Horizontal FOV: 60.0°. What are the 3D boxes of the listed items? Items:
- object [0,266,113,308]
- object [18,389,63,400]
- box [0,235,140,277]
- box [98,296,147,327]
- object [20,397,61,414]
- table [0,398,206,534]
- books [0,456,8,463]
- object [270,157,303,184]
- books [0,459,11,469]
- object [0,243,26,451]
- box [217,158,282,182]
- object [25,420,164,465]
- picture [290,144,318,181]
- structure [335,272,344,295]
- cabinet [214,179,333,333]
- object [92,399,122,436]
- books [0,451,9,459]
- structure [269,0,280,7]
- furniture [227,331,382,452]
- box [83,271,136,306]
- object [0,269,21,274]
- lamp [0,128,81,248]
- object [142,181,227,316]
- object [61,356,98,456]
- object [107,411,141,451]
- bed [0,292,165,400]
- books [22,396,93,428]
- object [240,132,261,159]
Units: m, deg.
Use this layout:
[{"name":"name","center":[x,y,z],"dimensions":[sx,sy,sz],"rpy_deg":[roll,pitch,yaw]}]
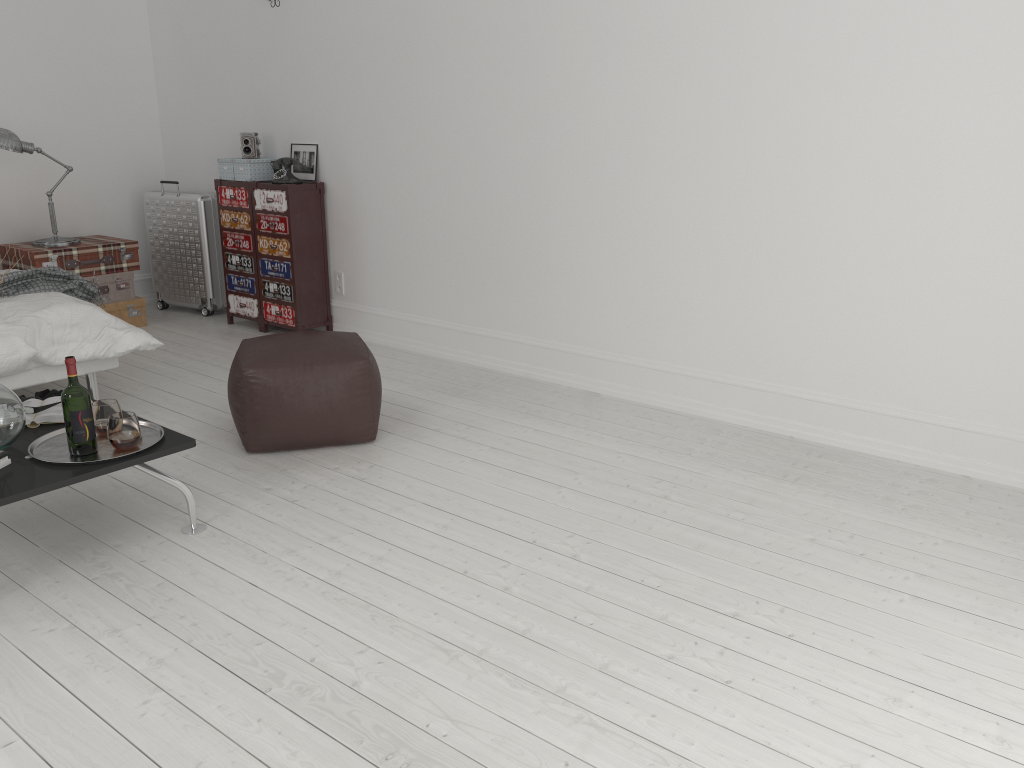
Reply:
[{"name":"object","center":[-2.703,-0.175,3.548],"dimensions":[0.536,0.377,2.154],"rpy_deg":[14,22,40]},{"name":"object","center":[-2.092,0.108,3.953],"dimensions":[0.300,0.127,0.322],"rpy_deg":[13,21,37]},{"name":"box","center":[-2.778,-0.796,5.593],"dimensions":[0.537,0.185,0.647],"rpy_deg":[13,21,37]},{"name":"box","center":[-2.775,-0.442,5.696],"dimensions":[0.537,0.185,0.647],"rpy_deg":[13,21,37]},{"name":"object","center":[-1.630,0.069,3.041],"dimensions":[0.141,0.030,0.135],"rpy_deg":[7,18,23]},{"name":"table","center":[-1.579,0.346,2.833],"dimensions":[0.824,0.313,0.833],"rpy_deg":[13,21,37]},{"name":"books","center":[-1.612,0.250,2.534],"dimensions":[0.191,0.014,0.254],"rpy_deg":[2,17,7]},{"name":"object","center":[-1.360,-1.286,5.341],"dimensions":[0.181,0.155,0.216],"rpy_deg":[-6,18,-20]},{"name":"books","center":[-1.611,0.262,2.542],"dimensions":[0.191,0.014,0.259],"rpy_deg":[2,17,8]},{"name":"object","center":[-1.624,-0.105,2.633],"dimensions":[0.313,0.666,0.291],"rpy_deg":[1,17,2]},{"name":"box","center":[-1.643,-1.347,5.560],"dimensions":[0.332,0.131,0.242],"rpy_deg":[13,21,37]},{"name":"object","center":[-1.425,0.207,2.814],"dimensions":[0.622,0.063,0.395],"rpy_deg":[0,17,-1]},{"name":"picture","center":[-1.274,-1.355,5.423],"dimensions":[0.254,0.218,0.037],"rpy_deg":[13,21,37]},{"name":"structure","center":[-1.068,-0.622,5.486],"dimensions":[0.070,0.140,0.009],"rpy_deg":[13,21,37]},{"name":"cabinet","center":[-1.509,-0.804,5.599],"dimensions":[0.762,0.942,0.281],"rpy_deg":[13,21,37]},{"name":"object","center":[-1.320,0.110,2.889],"dimensions":[0.095,0.106,0.095],"rpy_deg":[-13,21,-37]},{"name":"books","center":[-1.619,0.236,2.534],"dimensions":[0.207,0.012,0.257],"rpy_deg":[3,17,10]},{"name":"structure","center":[-1.424,-2.451,5.221],"dimensions":[0.330,0.427,0.043],"rpy_deg":[13,21,37]},{"name":"furniture","center":[-0.889,-0.006,3.820],"dimensions":[0.646,0.423,0.646],"rpy_deg":[-5,17,-16]},{"name":"box","center":[-2.811,-0.606,5.601],"dimensions":[0.537,0.185,0.647],"rpy_deg":[13,21,37]},{"name":"object","center":[-3.003,-0.137,3.789],"dimensions":[0.521,0.500,2.236],"rpy_deg":[15,22,40]},{"name":"lamp","center":[-2.877,-1.180,5.336],"dimensions":[0.269,0.699,0.488],"rpy_deg":[13,21,37]},{"name":"object","center":[-2.270,-0.953,6.151],"dimensions":[0.647,0.902,0.208],"rpy_deg":[9,19,28]},{"name":"object","center":[-1.324,0.064,2.698],"dimensions":[0.081,0.303,0.081],"rpy_deg":[-11,20,-32]},{"name":"object","center":[-1.209,0.148,2.763],"dimensions":[0.095,0.106,0.095],"rpy_deg":[-13,21,-37]},{"name":"bed","center":[-3.208,-0.300,3.929],"dimensions":[2.473,0.926,2.217],"rpy_deg":[13,21,38]},{"name":"books","center":[-1.631,0.097,3.053],"dimensions":[0.342,0.040,0.231],"rpy_deg":[-6,18,-18]},{"name":"object","center":[-1.628,-1.482,5.511],"dimensions":[0.121,0.157,0.117],"rpy_deg":[0,17,-1]}]
